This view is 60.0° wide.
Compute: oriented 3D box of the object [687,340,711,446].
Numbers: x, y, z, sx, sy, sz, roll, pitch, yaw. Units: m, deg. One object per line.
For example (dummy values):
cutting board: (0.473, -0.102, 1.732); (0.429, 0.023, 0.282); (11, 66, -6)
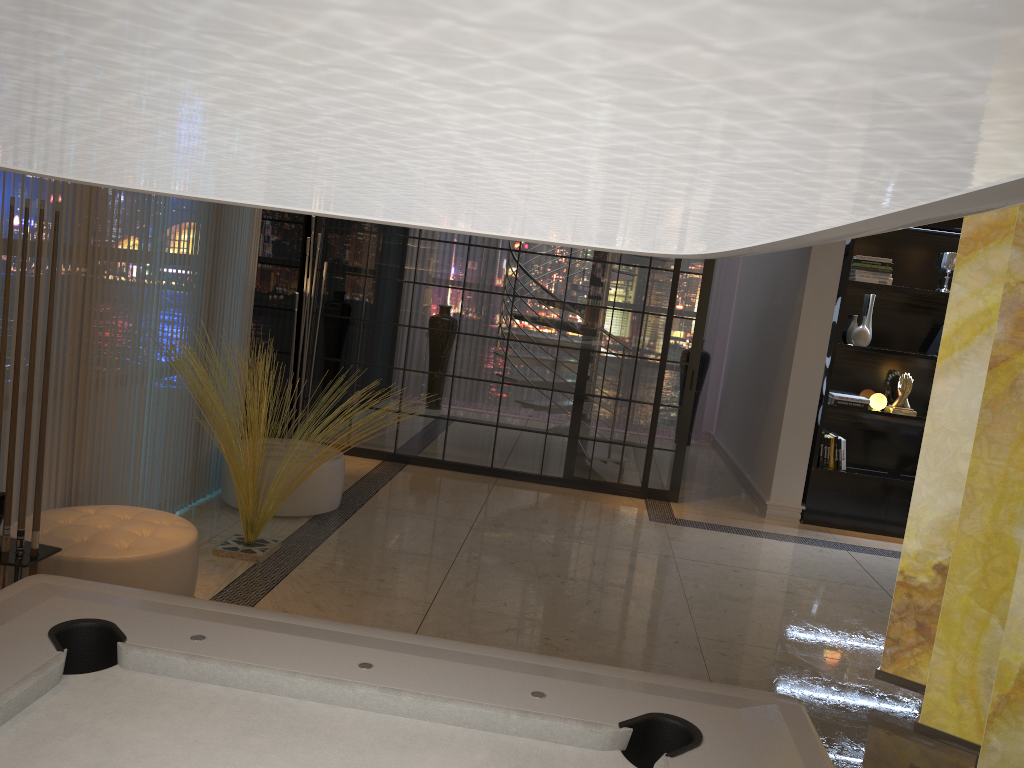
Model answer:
object: (1.953, 0.087, 9.719); (0.327, 1.173, 0.327); (5, 7, -23)

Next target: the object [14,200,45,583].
object: (-1.511, 0.238, 2.757); (0.027, 1.605, 0.026); (14, 9, 42)

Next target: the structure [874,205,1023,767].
structure: (1.820, 0.209, 2.615); (0.448, 2.555, 2.180); (8, 7, 5)

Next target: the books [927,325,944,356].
books: (3.290, -0.325, 6.656); (0.245, 0.256, 0.207); (8, 7, 3)

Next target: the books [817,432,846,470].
books: (2.447, 0.506, 6.810); (0.236, 0.270, 0.210); (8, 7, 4)

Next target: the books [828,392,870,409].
books: (2.564, 0.127, 6.762); (0.266, 0.073, 0.209); (8, 7, 8)

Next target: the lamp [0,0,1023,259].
lamp: (-0.203, -0.630, 0.393); (0.939, 0.995, 1.578); (8, 7, 5)

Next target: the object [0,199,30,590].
object: (-1.558, 0.233, 2.761); (0.027, 1.605, 0.026); (14, 9, 42)

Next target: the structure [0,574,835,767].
structure: (-0.403, 1.040, 0.591); (1.659, 0.812, 2.912); (8, 7, 5)

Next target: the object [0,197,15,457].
object: (-1.605, 0.227, 2.765); (0.027, 1.605, 0.026); (14, 9, 42)

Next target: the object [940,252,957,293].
object: (3.265, -0.829, 6.636); (0.111, 0.301, 0.111); (7, 7, 0)

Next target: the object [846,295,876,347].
object: (2.644, -0.480, 6.661); (0.180, 0.395, 0.210); (8, 7, 8)

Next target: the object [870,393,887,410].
object: (2.776, 0.133, 6.724); (0.125, 0.125, 0.125); (14, 9, 44)

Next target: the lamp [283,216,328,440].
lamp: (-1.482, -0.266, 6.232); (0.200, 1.801, 0.418); (8, 7, 5)

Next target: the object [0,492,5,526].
object: (-1.718, 0.513, 2.805); (0.032, 0.297, 0.330); (8, 7, 5)

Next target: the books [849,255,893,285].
books: (2.682, -0.849, 6.639); (0.302, 0.188, 0.259); (9, 7, 11)

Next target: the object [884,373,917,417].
object: (2.951, 0.070, 6.681); (0.177, 0.311, 0.177); (8, 7, 5)

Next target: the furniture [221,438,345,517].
furniture: (-1.410, 0.562, 5.490); (0.735, 0.357, 0.735); (5, 7, -23)

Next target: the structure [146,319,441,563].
structure: (-1.135, 0.320, 4.483); (1.282, 1.142, 1.275); (2, 9, -39)

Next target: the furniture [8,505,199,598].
furniture: (-1.677, 0.746, 3.642); (0.735, 0.357, 0.735); (8, 7, 6)

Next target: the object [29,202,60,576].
object: (-1.463, 0.245, 2.753); (0.027, 1.605, 0.026); (14, 9, 42)

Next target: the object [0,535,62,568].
object: (-1.657, 0.770, 2.827); (0.325, 0.508, 0.261); (8, 7, 5)
